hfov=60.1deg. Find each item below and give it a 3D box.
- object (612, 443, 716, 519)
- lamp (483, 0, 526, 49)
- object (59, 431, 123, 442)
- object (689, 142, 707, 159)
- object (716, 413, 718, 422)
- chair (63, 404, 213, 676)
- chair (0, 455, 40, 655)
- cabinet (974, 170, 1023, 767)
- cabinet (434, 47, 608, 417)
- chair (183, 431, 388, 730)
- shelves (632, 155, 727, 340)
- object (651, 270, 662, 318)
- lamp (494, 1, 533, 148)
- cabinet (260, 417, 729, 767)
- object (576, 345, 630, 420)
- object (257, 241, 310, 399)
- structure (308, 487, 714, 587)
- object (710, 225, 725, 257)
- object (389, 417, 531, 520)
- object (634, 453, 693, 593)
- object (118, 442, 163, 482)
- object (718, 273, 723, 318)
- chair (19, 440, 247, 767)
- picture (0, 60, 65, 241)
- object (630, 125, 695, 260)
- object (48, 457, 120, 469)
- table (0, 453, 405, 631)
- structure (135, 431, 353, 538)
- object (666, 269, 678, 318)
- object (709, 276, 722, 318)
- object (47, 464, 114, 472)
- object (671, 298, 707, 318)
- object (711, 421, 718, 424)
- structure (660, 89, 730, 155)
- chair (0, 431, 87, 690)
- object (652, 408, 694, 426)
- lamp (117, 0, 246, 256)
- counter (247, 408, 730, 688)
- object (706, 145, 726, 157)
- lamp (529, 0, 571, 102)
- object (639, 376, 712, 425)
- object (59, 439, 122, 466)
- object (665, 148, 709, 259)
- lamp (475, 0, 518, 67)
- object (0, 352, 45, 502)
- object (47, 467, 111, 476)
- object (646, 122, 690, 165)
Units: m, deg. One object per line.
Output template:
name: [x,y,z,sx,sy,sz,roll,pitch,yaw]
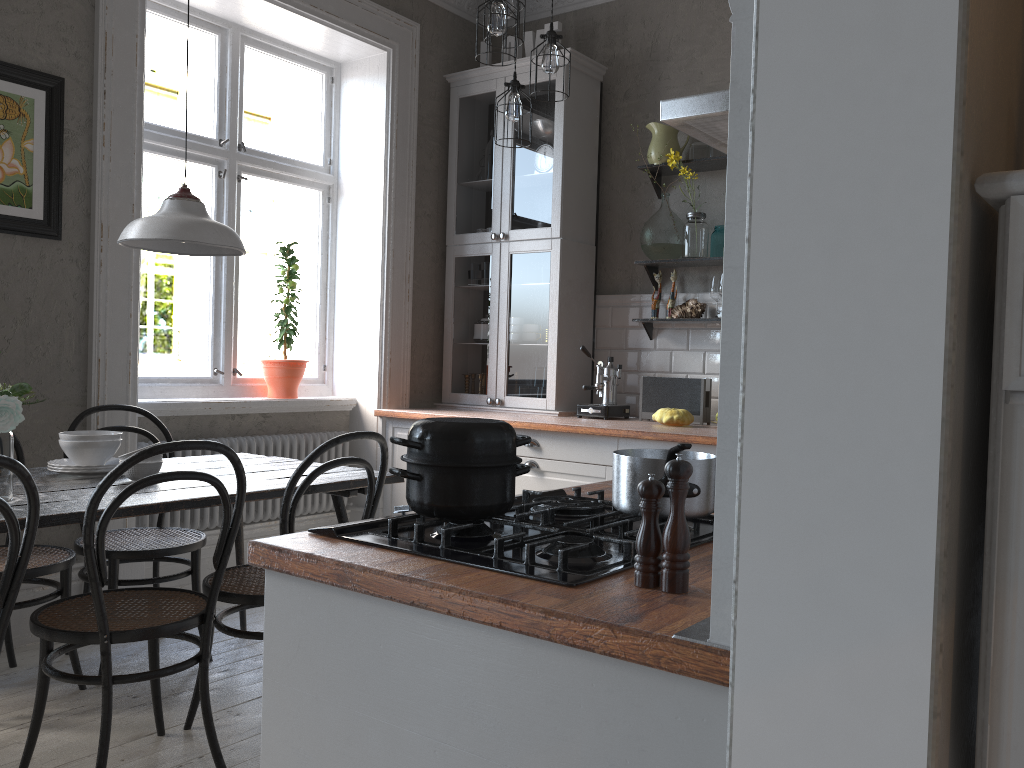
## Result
object: [0.274,0.148,1.416,0.177,0.134,0.299,1,1,-18]
lamp: [-0.004,-2.159,3.327,0.144,1.735,0.149,2,1,24]
object: [-1.333,0.201,2.803,0.176,0.094,0.183,3,2,28]
object: [0.947,-1.161,4.486,0.101,0.111,0.105,3,2,36]
object: [1.033,0.156,4.195,0.154,0.072,0.075,1,1,-24]
chair: [-1.378,0.549,3.258,0.447,0.920,0.537,1,2,-41]
chair: [-1.307,0.584,1.864,0.538,0.920,0.446,3,2,34]
cabinet: [0.724,0.489,0.681,0.653,1.297,0.392,3,2,37]
cabinet: [0.043,-0.783,4.973,0.861,1.921,0.396,3,2,36]
chair: [-0.669,0.585,2.684,0.538,0.920,0.446,3,2,34]
shelves: [1.219,-0.637,4.280,1.289,0.923,0.233,3,2,36]
object: [0.757,-0.464,4.637,0.053,0.264,0.062,2,1,8]
lamp: [0.030,-1.822,3.503,0.146,1.735,0.147,2,1,4]
cabinet: [0.457,0.642,3.004,1.998,0.854,4.173,2,1,-6]
object: [0.448,-0.007,4.537,0.201,0.370,0.360,3,2,37]
object: [-1.178,-0.334,4.592,0.264,0.813,0.255,1,1,-26]
structure: [0.066,0.222,1.461,0.486,0.031,0.618,3,2,37]
object: [1.059,-0.703,4.436,0.123,0.172,0.129,3,2,40]
object: [-0.079,0.129,1.387,0.188,0.147,0.195,2,1,16]
object: [0.186,0.167,1.087,0.071,0.167,0.036,3,2,37]
object: [-1.136,0.237,2.712,0.130,0.119,0.122,1,2,-38]
object: [1.040,-0.426,4.308,0.080,0.217,0.083,2,1,23]
chair: [-0.981,0.584,2.301,0.537,0.920,0.447,3,2,44]
picture: [-1.879,-0.859,3.178,0.019,0.619,0.532,3,2,37]
object: [0.757,-0.969,4.533,0.333,0.674,0.339,2,1,5]
object: [-1.334,0.257,2.804,0.242,0.027,0.233,1,2,-30]
table: [-1.327,0.660,2.576,0.886,0.735,1.959,3,2,37]
structure: [-1.269,0.466,4.346,0.146,0.428,1.247,3,2,35]
object: [0.830,-0.460,4.563,0.062,0.264,0.052,1,1,-17]
object: [1.028,-0.430,4.437,0.080,0.217,0.083,2,1,23]
object: [-1.334,0.266,2.804,0.237,0.027,0.238,2,1,5]
object: [0.894,-0.381,4.484,0.175,0.111,0.097,2,1,14]
object: [1.114,-0.001,4.110,0.347,0.425,0.357,2,1,22]
structure: [0.878,-1.411,2.187,0.698,1.595,0.726,3,2,37]
chair: [-1.692,0.548,2.872,0.538,0.920,0.446,3,2,34]
object: [0.756,0.154,4.163,0.193,0.083,0.193,3,2,37]
lamp: [-1.015,-1.353,2.790,0.371,1.858,0.387,3,2,44]
counter: [0.023,0.214,3.138,3.097,0.039,3.460,3,2,37]
object: [1.042,-1.192,4.387,0.174,0.184,0.170,1,1,-14]
lamp: [0.171,-1.974,3.395,0.144,1.735,0.149,2,1,24]
object: [0.806,0.079,4.383,0.344,0.226,0.090,3,2,36]
object: [-1.334,0.221,2.803,0.176,0.094,0.183,3,2,28]
object: [0.865,-0.894,4.397,0.188,0.540,0.286,3,1,29]
lamp: [-0.030,-2.025,3.145,0.147,1.735,0.146,2,1,-6]
object: [-1.341,0.094,2.234,0.305,0.414,0.256,3,2,35]
object: [-1.335,0.275,2.805,0.242,0.027,0.232,1,2,-35]
object: [0.787,-1.220,4.531,0.177,0.216,0.187,1,2,-39]
